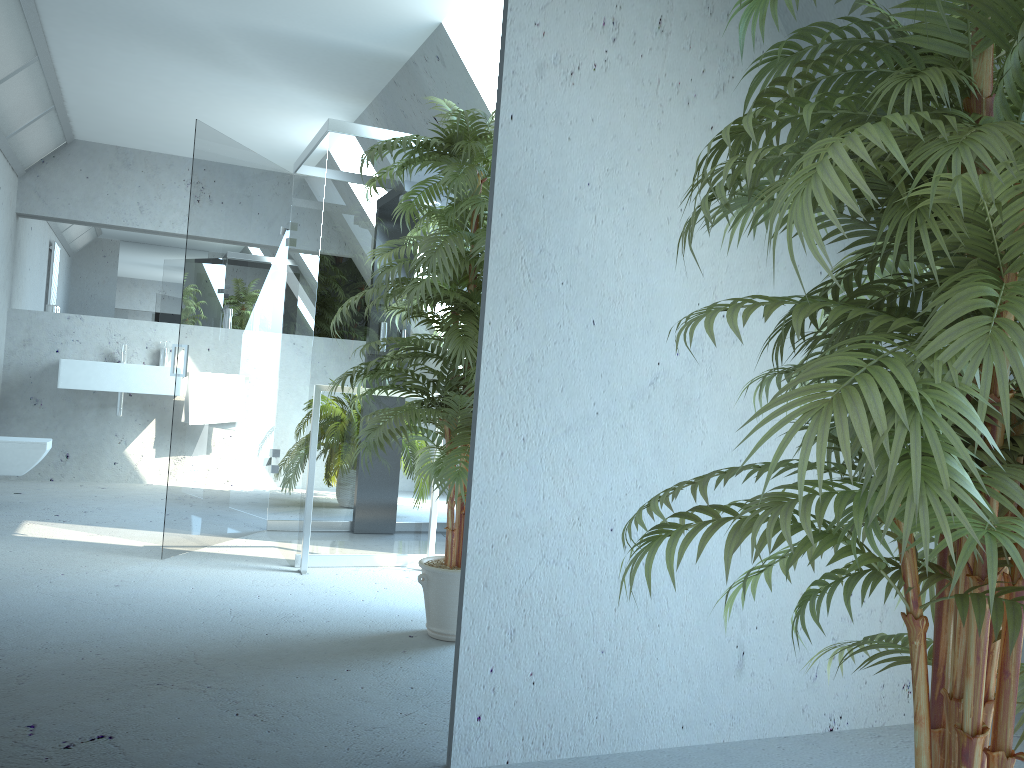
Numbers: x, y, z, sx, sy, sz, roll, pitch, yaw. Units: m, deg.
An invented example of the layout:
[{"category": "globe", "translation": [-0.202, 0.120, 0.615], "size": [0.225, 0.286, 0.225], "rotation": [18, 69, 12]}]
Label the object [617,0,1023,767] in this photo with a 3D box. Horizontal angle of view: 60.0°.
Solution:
[{"category": "object", "translation": [0.690, -0.065, 1.272], "size": [0.980, 2.034, 1.020], "rotation": [4, -1, 26]}]
